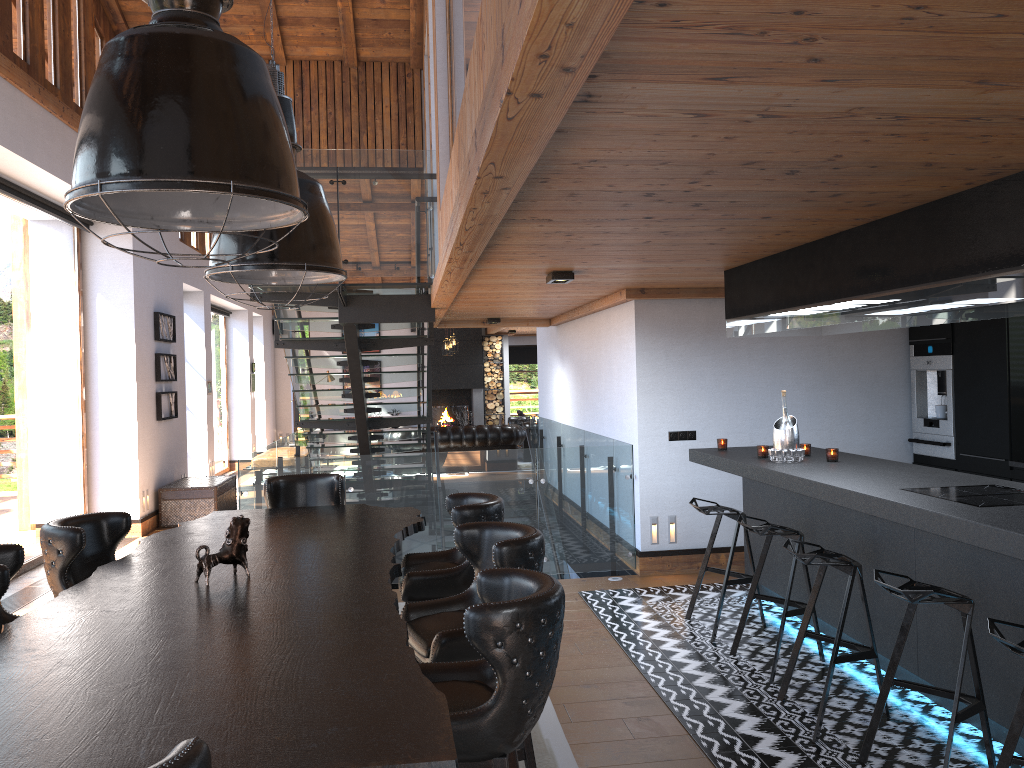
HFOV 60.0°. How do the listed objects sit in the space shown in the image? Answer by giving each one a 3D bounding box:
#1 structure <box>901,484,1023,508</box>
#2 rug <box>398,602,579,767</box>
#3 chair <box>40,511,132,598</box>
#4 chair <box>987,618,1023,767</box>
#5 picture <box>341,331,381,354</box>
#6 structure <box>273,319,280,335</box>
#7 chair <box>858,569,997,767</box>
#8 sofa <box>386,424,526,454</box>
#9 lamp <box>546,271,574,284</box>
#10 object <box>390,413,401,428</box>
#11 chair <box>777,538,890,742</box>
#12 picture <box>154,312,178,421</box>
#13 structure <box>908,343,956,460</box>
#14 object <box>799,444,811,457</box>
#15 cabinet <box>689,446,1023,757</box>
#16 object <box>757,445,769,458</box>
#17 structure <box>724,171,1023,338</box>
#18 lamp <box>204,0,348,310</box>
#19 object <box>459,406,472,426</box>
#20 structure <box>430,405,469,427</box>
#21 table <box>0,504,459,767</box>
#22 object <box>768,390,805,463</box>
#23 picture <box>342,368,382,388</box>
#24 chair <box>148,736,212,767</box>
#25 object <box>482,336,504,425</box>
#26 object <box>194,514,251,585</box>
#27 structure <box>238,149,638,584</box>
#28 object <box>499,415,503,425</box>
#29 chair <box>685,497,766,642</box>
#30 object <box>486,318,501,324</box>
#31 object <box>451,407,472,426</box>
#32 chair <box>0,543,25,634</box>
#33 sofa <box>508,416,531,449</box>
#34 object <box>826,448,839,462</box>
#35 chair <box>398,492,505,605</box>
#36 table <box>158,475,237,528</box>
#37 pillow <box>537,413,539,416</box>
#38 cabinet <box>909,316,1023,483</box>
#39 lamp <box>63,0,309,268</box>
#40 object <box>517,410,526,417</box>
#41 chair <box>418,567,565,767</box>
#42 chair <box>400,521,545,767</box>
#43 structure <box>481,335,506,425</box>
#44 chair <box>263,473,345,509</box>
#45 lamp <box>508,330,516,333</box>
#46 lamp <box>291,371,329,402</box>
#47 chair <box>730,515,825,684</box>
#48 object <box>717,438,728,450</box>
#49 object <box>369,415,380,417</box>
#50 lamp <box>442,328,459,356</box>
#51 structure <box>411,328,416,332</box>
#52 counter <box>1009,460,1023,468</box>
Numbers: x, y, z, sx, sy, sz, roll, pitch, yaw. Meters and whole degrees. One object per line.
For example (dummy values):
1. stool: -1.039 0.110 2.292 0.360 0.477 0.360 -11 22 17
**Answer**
1. structure: 2.148 0.509 3.996 0.506 0.017 0.608 -2 1 -7
2. rug: -0.987 1.686 3.871 2.560 0.047 5.614 -2 1 -7
3. chair: -1.859 1.169 4.128 0.568 1.092 0.504 -1 0 2
4. chair: 1.804 1.205 2.816 0.470 0.839 0.537 -2 0 -6
5. picture: -3.495 -1.112 20.511 0.882 0.816 0.036 -2 0 -8
6. structure: -5.333 -1.293 20.173 0.214 0.349 0.213 -2 0 -7
7. chair: 1.741 1.198 3.587 0.471 0.839 0.536 -2 0 -10
8. sofa: -1.020 1.140 15.799 2.575 0.838 1.235 -2 0 -8
9. lamp: 0.326 -0.730 6.032 0.156 0.068 0.260 -2 1 -7
10. object: -2.698 0.790 20.337 0.339 0.455 0.336 -1 0 18
11. chair: 1.577 1.194 4.282 0.469 0.839 0.538 -2 0 -1
12. picture: -4.310 -0.216 11.052 0.059 1.312 0.771 -1 0 -7
13. structure: 3.563 0.135 7.421 0.256 0.945 0.595 -1 0 -7
14. object: 1.965 0.443 5.942 0.080 0.081 0.078 -2 0 -42
15. cabinet: 2.075 1.050 4.413 0.891 1.103 4.786 -2 1 -7
16. object: 1.669 0.451 5.897 0.080 0.081 0.078 -2 0 -42
17. structure: 2.021 -0.556 4.602 0.713 0.476 3.240 -2 1 -7
18. lamp: -1.117 -2.682 4.001 0.614 4.685 0.629 -2 0 38
19. object: -1.041 1.008 20.080 0.304 1.017 0.311 -2 0 38
20. structure: -1.470 0.763 20.397 0.986 0.514 0.183 -2 0 -8
21. table: -1.022 1.235 3.544 1.434 0.949 3.785 -2 1 -7
22. object: 1.745 0.266 5.649 0.227 0.452 0.224 -2 0 -7
23. picture: -3.468 -0.117 20.509 0.882 0.816 0.036 -2 0 -8
24. chair: -0.759 1.160 1.535 0.506 1.092 0.566 -2 0 -8
25. object: -0.444 0.189 20.687 0.495 2.612 0.465 -1 0 -8
26. object: -1.139 0.646 3.482 0.223 0.253 0.114 -2 0 -45
27. structure: -3.489 1.316 8.564 9.241 6.398 10.991 -2 0 -7
28. object: -0.283 1.101 20.383 0.270 0.795 0.261 -1 0 -24
29. chair: 1.426 1.181 5.811 0.471 0.839 0.537 -2 0 -7
30. object: -0.227 -0.768 10.728 0.156 0.068 0.260 -2 1 -7
31. object: -0.949 0.778 17.352 0.406 0.808 0.621 -1 0 4
32. chair: -1.828 1.168 3.307 0.573 1.092 0.499 -2 0 -23
33. sofa: 0.647 1.070 18.184 1.244 0.838 2.557 -2 1 -8
34. object: 2.010 0.446 5.563 0.080 0.081 0.078 -2 0 -42
35. chair: -0.306 1.116 4.400 0.570 1.092 0.502 -2 0 -8
36. table: -3.916 1.454 11.124 0.686 0.470 1.250 -2 1 -7
37. pillow: 0.631 0.754 18.670 0.284 0.469 0.527 -2 0 -4
38. cabinet: 4.092 0.357 4.573 0.545 2.380 6.410 -1 1 -7
39. lamp: -0.932 -2.669 2.424 0.614 4.685 0.629 -2 0 38
40. object: 0.214 0.723 19.675 0.148 0.319 0.251 -1 0 34
41. chair: -0.113 1.140 2.632 0.568 1.092 0.504 -1 0 2
42. chair: -0.144 1.122 3.453 0.573 1.092 0.499 -2 0 -23
43. structure: -0.436 0.183 20.679 0.503 2.617 0.510 -1 0 -7
44. chair: -1.283 1.129 5.515 0.506 1.092 0.566 -2 0 -8
45. lamp: 0.002 -1.180 19.891 0.156 0.068 0.260 -2 1 -7
46. lamp: -4.318 0.662 19.231 0.524 1.899 1.329 -2 0 14
47. chair: 1.557 1.186 5.068 0.471 0.839 0.536 -2 0 -10
48. object: 1.556 0.447 6.556 0.078 0.081 0.080 -1 0 28
49. object: -3.123 0.775 20.211 0.262 0.532 0.422 -2 0 -39
50. lamp: -1.297 -1.681 17.934 0.263 2.202 0.797 -1 0 -16
51. structure: -2.254 -1.378 20.609 0.214 0.349 0.213 -2 0 -7
52. counter: 4.025 0.580 5.213 0.533 0.040 2.559 -2 1 -7
